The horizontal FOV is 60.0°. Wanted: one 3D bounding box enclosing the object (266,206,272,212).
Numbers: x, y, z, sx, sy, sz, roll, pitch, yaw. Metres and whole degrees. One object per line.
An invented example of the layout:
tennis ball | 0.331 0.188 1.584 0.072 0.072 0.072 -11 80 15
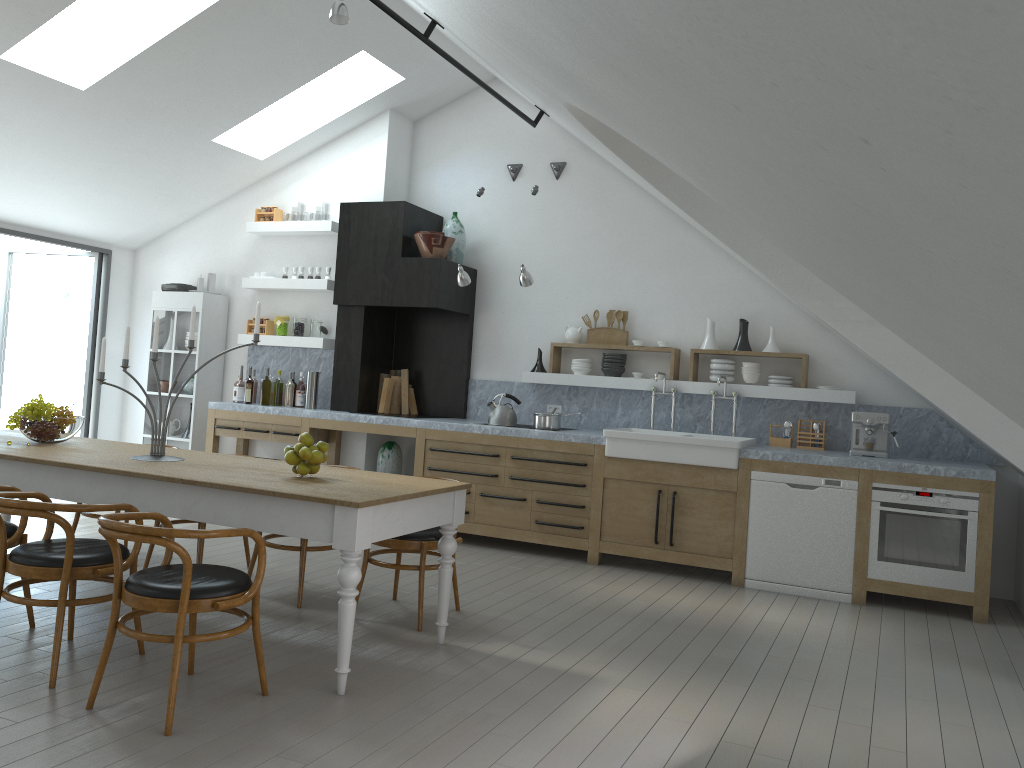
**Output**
object | -2.340 -1.674 8.544 0.058 0.075 0.059 5 -1 -43

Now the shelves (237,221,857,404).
shelves | 0.082 -0.698 7.760 5.552 1.363 0.479 4 -1 18

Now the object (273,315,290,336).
object | -2.181 -0.550 8.388 0.163 0.199 0.128 3 -1 18

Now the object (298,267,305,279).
object | -1.974 -1.037 8.312 0.068 0.124 0.063 3 -1 17

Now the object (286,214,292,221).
object | -2.102 -1.564 8.402 0.077 0.085 0.077 4 -1 -34

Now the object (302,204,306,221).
object | -1.973 -1.602 8.366 0.054 0.179 0.054 4 -2 0

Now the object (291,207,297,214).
object | -2.080 -1.604 8.466 0.048 0.169 0.048 3 -2 32

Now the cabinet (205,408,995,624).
cabinet | 0.274 0.942 7.312 6.432 1.023 1.002 4 -1 24

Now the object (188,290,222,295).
object | -3.006 -0.889 8.683 0.294 0.025 0.151 4 0 -42

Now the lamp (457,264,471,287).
lamp | -0.415 -0.893 7.329 0.115 0.178 0.164 3 -1 42

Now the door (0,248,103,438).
door | -4.761 -0.191 9.030 1.051 2.349 0.080 4 -2 9

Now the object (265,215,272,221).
object | -2.346 -1.588 8.542 0.058 0.075 0.059 5 -1 -43

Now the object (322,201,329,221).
object | -1.727 -1.590 8.191 0.063 0.187 0.063 4 -2 -8

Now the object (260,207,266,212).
object | -2.402 -1.678 8.571 0.058 0.075 0.059 5 -1 -43

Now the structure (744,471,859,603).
structure | 2.088 1.047 6.336 0.724 0.823 0.598 3 -1 24

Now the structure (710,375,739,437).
structure | 1.668 0.204 6.893 0.214 0.530 0.332 4 -1 4

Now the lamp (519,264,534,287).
lamp | 0.112 -0.862 7.093 0.112 0.176 0.168 3 -1 16

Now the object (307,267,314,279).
object | -1.882 -1.031 8.286 0.068 0.124 0.063 3 -1 17

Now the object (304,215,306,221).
object | -2.015 -1.562 8.432 0.093 0.093 0.094 4 -1 -34

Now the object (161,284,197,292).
object | -3.290 -0.912 8.805 0.299 0.120 0.298 4 0 24

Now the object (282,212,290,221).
object | -2.164 -1.578 8.462 0.081 0.105 0.082 4 -1 -8

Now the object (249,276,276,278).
object | -2.381 -1.012 8.509 0.295 0.025 0.113 4 0 24

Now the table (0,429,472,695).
table | -1.960 0.784 4.669 3.351 0.799 1.017 4 -1 24

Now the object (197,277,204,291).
object | -3.040 -0.982 8.649 0.054 0.196 0.054 5 -2 -41

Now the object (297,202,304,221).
object | -1.981 -1.607 8.303 0.063 0.187 0.063 4 -2 -8

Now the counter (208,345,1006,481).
counter | 0.404 0.129 7.327 6.579 0.620 0.960 4 0 24

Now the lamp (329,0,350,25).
lamp | -0.971 -2.135 5.011 0.114 0.175 0.112 4 -1 -13

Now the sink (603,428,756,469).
sink | 1.278 0.481 6.740 1.021 0.202 0.726 4 0 24

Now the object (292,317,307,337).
object | -1.998 -0.531 8.309 0.120 0.183 0.120 3 -2 39

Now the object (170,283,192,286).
object | -3.289 -0.931 8.805 0.170 0.120 0.170 4 -1 24

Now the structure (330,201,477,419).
structure | -0.993 -0.661 8.084 1.076 1.886 0.779 3 -2 24

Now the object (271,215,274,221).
object | -2.285 -1.584 8.515 0.058 0.075 0.059 5 -1 -43

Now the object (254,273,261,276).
object | -2.446 -1.039 8.541 0.058 0.061 0.057 3 -1 23

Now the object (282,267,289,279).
object | -2.148 -1.049 8.405 0.068 0.124 0.063 3 -1 17

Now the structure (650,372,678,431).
structure | 1.222 0.174 7.090 0.214 0.530 0.332 4 -1 4

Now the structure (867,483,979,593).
structure | 2.783 0.997 6.030 0.632 0.637 0.630 3 -1 24

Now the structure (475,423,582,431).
structure | 0.126 0.375 7.359 0.738 0.041 0.646 4 0 24

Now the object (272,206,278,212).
object | -2.279 -1.670 8.517 0.058 0.075 0.059 5 -1 -43

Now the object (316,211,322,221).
object | -1.789 -1.550 8.233 0.071 0.099 0.071 4 -1 -12

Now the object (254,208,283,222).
object | -2.343 -1.611 8.540 0.237 0.146 0.120 4 -1 24

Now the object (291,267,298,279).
object | -2.046 -1.042 8.360 0.068 0.124 0.063 3 -1 17

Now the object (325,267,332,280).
object | -1.699 -1.019 8.196 0.068 0.124 0.063 3 -1 17

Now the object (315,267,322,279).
object | -1.800 -1.026 8.241 0.068 0.124 0.063 3 -1 17

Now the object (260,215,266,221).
object | -2.407 -1.592 8.569 0.058 0.075 0.059 5 -1 -43

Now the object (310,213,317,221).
object | -1.849 -1.547 8.290 0.077 0.085 0.077 4 -1 -34

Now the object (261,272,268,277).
object | -2.379 -1.040 8.510 0.054 0.071 0.054 3 -1 23

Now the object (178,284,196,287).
object | -3.290 -0.921 8.805 0.238 0.120 0.238 4 0 24

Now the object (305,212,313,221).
object | -1.910 -1.561 8.350 0.081 0.105 0.082 4 -1 -8

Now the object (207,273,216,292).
object | -2.959 -0.984 8.719 0.072 0.211 0.071 5 -2 -43

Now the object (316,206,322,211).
object | -1.827 -1.587 8.354 0.048 0.169 0.048 3 -2 32

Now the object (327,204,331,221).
object | -1.720 -1.585 8.254 0.054 0.179 0.054 4 -2 0

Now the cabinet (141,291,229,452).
cabinet | -3.237 0.102 8.723 0.642 1.991 0.360 3 -2 23

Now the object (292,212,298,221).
object | -2.042 -1.566 8.345 0.071 0.099 0.071 4 -1 -12
